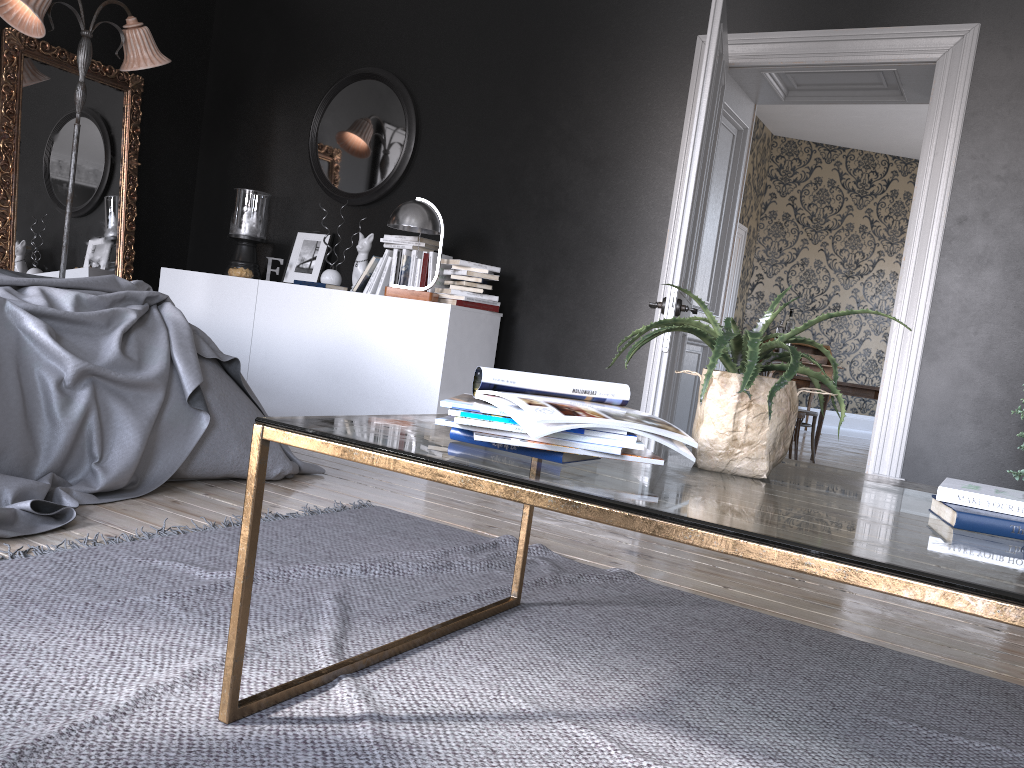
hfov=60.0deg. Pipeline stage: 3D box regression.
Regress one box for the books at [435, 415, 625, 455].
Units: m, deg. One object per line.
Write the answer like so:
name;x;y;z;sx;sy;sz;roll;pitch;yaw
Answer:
books;0.048;0.085;1.605;0.318;0.011;0.252;9;3;11

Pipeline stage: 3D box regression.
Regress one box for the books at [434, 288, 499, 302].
books;-0.274;-0.535;5.311;0.318;0.031;0.228;6;4;-31

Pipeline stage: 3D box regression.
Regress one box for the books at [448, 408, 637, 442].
books;0.054;0.064;1.612;0.318;0.011;0.252;8;3;1

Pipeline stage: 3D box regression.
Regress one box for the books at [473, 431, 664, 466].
books;0.088;0.102;1.593;0.318;0.011;0.252;8;3;-4

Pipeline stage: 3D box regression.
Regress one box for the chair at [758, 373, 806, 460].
chair;2.081;0.177;7.123;0.540;0.950;0.419;9;4;9

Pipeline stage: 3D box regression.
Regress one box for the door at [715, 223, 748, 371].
door;2.499;-0.766;10.903;0.136;2.546;1.395;10;5;29

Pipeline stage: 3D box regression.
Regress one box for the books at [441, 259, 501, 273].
books;-0.256;-0.706;5.293;0.307;0.030;0.220;5;4;-41

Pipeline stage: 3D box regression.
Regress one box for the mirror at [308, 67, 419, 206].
mirror;-1.027;-1.673;5.999;0.923;0.926;0.061;10;5;29

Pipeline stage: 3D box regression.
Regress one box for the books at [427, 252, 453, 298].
books;-0.442;-0.639;5.424;0.050;0.308;0.220;10;5;29

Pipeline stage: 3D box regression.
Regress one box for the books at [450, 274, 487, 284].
books;-0.256;-0.623;5.309;0.193;0.030;0.289;8;3;3

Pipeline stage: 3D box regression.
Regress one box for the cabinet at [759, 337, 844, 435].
cabinet;3.748;0.021;11.686;0.913;1.201;0.903;8;4;-6

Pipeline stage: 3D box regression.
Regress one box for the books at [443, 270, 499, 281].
books;-0.245;-0.652;5.309;0.221;0.030;0.306;6;4;-31

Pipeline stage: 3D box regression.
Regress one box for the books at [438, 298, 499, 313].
books;-0.262;-0.471;5.285;0.295;0.038;0.234;6;4;-34

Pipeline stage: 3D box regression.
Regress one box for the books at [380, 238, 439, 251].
books;-0.635;-0.869;5.534;0.307;0.024;0.220;9;3;19

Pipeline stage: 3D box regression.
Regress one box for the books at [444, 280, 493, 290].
books;-0.266;-0.595;5.326;0.193;0.030;0.289;6;4;-30

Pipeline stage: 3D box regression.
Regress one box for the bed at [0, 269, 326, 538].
bed;-2.689;-0.454;3.454;3.280;1.300;2.764;9;4;18

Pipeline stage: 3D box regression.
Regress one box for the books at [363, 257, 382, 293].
books;-0.827;-0.675;5.643;0.132;0.245;0.195;10;5;29

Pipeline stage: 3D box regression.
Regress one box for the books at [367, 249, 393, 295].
books;-0.782;-0.694;5.616;0.126;0.296;0.220;10;5;29

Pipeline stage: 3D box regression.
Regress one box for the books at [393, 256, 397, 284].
books;-0.676;-0.656;5.558;0.026;0.259;0.195;10;5;29

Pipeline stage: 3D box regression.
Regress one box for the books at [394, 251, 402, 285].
books;-0.662;-0.667;5.522;0.030;0.290;0.193;10;5;29

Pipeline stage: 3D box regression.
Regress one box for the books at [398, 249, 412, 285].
books;-0.626;-0.671;5.528;0.024;0.308;0.220;10;5;29

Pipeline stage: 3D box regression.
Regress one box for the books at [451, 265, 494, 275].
books;-0.234;-0.678;5.327;0.220;0.024;0.307;8;3;4

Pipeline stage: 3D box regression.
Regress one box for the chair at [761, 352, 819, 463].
chair;2.404;0.200;7.720;0.439;0.924;0.549;6;4;-23

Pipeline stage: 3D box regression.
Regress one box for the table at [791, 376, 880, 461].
table;2.725;0.375;7.155;0.849;0.756;1.795;10;4;29

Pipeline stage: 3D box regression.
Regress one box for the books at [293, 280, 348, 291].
books;-1.184;-0.609;5.497;0.289;0.030;0.193;10;4;35

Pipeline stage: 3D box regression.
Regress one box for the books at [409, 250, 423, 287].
books;-0.558;-0.659;5.490;0.024;0.308;0.220;10;5;29

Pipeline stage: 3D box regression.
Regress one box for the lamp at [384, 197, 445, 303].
lamp;-0.571;-0.786;5.156;0.340;0.591;0.328;9;4;9

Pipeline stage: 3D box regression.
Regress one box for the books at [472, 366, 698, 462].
books;0.123;0.051;1.584;0.322;0.109;0.272;6;4;-26

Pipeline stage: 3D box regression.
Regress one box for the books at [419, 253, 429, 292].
books;-0.478;-0.640;5.448;0.038;0.296;0.235;10;5;29

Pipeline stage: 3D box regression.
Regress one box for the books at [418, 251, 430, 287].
books;-0.495;-0.650;5.486;0.030;0.307;0.221;10;5;29

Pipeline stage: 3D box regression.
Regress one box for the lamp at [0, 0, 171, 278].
lamp;-2.627;-1.119;5.274;0.987;2.415;0.771;6;5;-28

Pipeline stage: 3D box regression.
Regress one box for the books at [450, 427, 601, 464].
books;0.026;0.109;1.622;0.231;0.023;0.162;10;4;30

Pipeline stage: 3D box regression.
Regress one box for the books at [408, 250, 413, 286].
books;-0.568;-0.663;5.527;0.030;0.307;0.221;10;5;29

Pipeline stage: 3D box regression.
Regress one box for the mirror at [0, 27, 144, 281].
mirror;-2.918;-1.077;5.866;0.254;2.195;0.991;10;5;29

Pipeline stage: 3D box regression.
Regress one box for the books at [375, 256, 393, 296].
books;-0.756;-0.669;5.604;0.091;0.256;0.195;10;5;29

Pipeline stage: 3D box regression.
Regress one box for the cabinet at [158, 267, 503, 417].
cabinet;-1.287;-0.177;5.752;2.392;0.883;0.570;10;4;29

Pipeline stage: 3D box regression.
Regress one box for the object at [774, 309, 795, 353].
object;3.696;-0.660;11.785;0.441;0.683;0.630;8;4;-2

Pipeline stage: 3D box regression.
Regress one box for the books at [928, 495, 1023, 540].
books;0.866;0.235;1.468;0.289;0.030;0.193;9;3;13

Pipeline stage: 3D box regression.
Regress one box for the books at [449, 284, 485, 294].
books;-0.268;-0.564;5.319;0.203;0.029;0.268;8;3;-1

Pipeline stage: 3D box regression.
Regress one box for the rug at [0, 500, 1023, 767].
rug;0.393;0.712;1.883;3.639;0.050;2.106;10;4;30

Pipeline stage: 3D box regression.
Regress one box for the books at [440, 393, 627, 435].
books;0.049;0.052;1.616;0.318;0.011;0.252;8;3;6

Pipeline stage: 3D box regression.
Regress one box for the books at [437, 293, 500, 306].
books;-0.259;-0.503;5.293;0.228;0.025;0.319;11;4;39

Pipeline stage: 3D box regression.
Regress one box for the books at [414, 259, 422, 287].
books;-0.536;-0.632;5.479;0.026;0.259;0.195;10;5;29

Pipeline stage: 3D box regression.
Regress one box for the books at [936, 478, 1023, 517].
books;0.905;0.210;1.521;0.307;0.024;0.220;10;4;29

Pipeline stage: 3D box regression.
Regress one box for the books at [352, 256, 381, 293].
books;-0.877;-0.683;5.637;0.158;0.247;0.203;10;5;29

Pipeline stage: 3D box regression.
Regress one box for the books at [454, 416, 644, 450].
books;0.064;0.076;1.598;0.318;0.011;0.252;8;3;1

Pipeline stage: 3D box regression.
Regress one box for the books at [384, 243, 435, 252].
books;-0.643;-0.845;5.540;0.258;0.026;0.195;11;4;39

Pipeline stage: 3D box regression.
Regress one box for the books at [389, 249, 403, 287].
books;-0.688;-0.684;5.595;0.030;0.307;0.221;10;5;29

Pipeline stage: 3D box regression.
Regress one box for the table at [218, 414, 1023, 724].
table;0.397;0.452;1.709;1.446;0.559;1.093;10;4;29

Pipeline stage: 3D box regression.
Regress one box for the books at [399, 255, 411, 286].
books;-0.626;-0.648;5.483;0.029;0.270;0.204;10;5;29

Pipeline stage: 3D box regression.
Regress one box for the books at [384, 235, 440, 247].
books;-0.619;-0.896;5.556;0.306;0.030;0.221;11;4;39

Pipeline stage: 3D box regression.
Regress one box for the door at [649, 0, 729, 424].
door;0.874;-0.551;4.383;0.216;2.377;1.097;9;4;17
